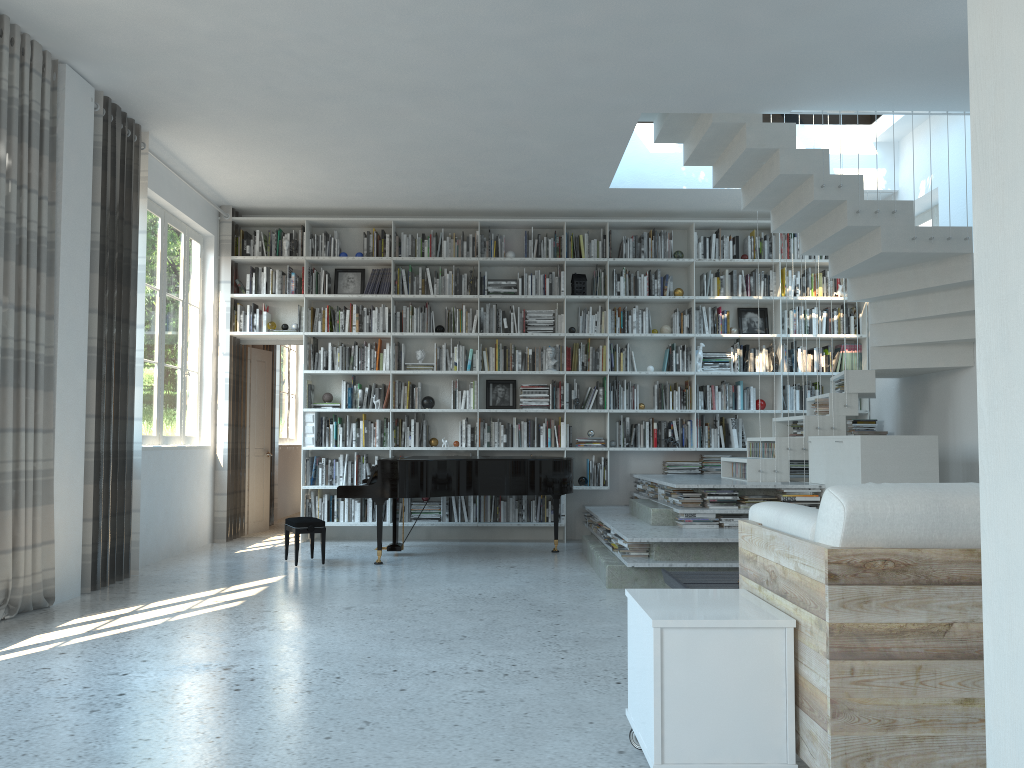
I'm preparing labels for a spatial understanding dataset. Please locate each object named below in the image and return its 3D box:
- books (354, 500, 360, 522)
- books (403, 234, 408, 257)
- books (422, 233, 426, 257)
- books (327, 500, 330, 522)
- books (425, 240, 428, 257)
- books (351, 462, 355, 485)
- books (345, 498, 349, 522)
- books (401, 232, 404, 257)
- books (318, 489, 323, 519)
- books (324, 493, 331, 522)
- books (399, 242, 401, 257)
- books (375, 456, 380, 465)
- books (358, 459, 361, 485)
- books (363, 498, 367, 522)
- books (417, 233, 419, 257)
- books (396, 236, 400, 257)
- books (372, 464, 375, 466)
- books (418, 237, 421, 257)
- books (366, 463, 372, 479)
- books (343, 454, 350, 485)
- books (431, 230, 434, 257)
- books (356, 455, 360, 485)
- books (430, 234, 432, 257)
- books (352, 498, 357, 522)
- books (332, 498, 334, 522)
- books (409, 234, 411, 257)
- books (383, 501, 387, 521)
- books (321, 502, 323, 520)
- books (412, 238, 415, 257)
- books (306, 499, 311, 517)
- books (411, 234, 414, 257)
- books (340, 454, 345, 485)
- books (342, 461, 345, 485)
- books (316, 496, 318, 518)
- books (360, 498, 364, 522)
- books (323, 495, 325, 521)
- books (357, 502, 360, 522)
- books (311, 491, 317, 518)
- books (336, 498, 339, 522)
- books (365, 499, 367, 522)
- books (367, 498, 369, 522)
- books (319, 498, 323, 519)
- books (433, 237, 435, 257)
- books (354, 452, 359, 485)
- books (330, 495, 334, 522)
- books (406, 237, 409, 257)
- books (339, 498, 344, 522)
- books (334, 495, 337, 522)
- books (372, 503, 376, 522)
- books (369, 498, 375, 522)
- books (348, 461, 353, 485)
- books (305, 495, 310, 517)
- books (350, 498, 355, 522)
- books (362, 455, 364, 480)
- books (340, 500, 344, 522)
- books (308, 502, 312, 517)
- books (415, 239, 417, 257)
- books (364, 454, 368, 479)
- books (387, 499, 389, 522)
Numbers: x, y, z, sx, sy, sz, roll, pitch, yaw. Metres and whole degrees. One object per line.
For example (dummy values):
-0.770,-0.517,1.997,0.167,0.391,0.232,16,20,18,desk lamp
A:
-1.508,1.234,8.639,0.028,0.206,0.171,0,-3,-1,books
-1.054,-1.341,8.793,0.031,0.254,0.145,0,-3,-1,books
-0.875,-1.346,8.810,0.028,0.267,0.151,0,-3,-1,books
-1.775,1.235,8.652,0.022,0.205,0.158,0,-3,-1,books
-0.846,-1.313,8.800,0.030,0.201,0.152,0,-3,-1,books
-1.551,0.877,8.675,0.028,0.224,0.134,0,-3,-1,books
-1.598,1.204,8.641,0.031,0.266,0.186,0,-3,-1,books
-1.081,-1.352,8.813,0.021,0.279,0.141,0,-3,-1,books
-1.871,1.178,8.650,0.011,0.318,0.157,0,-3,-1,books
-1.797,1.204,8.638,0.023,0.266,0.177,0,-3,-1,books
-1.103,-1.305,8.800,0.024,0.183,0.133,0,-3,-1,books
-1.320,0.846,8.682,0.025,0.287,0.130,0,-3,-1,books
-1.484,0.863,8.682,0.029,0.254,0.153,0,-3,-1,books
-1.434,1.185,8.667,0.013,0.310,0.130,0,-3,-1,books
-0.931,-1.346,8.793,0.010,0.264,0.160,0,-3,-1,books
-1.130,-1.333,8.786,0.029,0.237,0.156,0,-3,-1,books
-1.348,0.889,8.688,0.030,0.203,0.142,0,-3,-1,books
-0.914,-1.329,8.818,0.025,0.234,0.129,0,-3,-1,books
-1.391,0.881,8.670,0.059,0.216,0.177,0,-3,-1,books
-1.614,0.834,8.659,0.039,0.307,0.172,0,-3,-1,books
-0.788,-1.362,8.795,0.010,0.298,0.151,0,-3,-1,books
-1.504,0.841,8.665,0.012,0.295,0.176,0,-3,-1,books
-0.800,-1.339,8.791,0.013,0.251,0.183,0,-3,-1,books
-1.533,1.229,8.640,0.021,0.218,0.191,0,-3,-1,books
-1.731,1.227,8.647,0.022,0.221,0.163,0,-3,-1,books
-1.003,-1.339,8.793,0.023,0.251,0.170,0,-3,-1,books
-1.249,1.212,8.666,0.065,0.256,0.156,0,-3,-1,books
-1.833,1.244,8.648,0.022,0.186,0.145,0,-3,-1,books
-0.965,-1.319,8.776,0.029,0.208,0.178,0,-3,-1,books
-1.978,1.229,8.653,0.023,0.216,0.158,0,-3,-1,books
-0.986,-1.339,8.789,0.012,0.249,0.174,0,-3,-1,books
-1.659,0.839,8.676,0.027,0.299,0.142,0,-3,-1,books
-1.640,0.873,8.677,0.012,0.232,0.148,0,-3,-1,books
-1.888,1.214,8.650,0.024,0.246,0.143,0,-3,-1,books
-1.451,1.215,8.635,0.023,0.244,0.188,0,-3,-1,books
-1.815,1.205,8.631,0.013,0.261,0.174,0,-3,-1,books
-1.478,1.243,8.633,0.031,0.188,0.190,0,-3,-1,books
-1.922,1.190,8.644,0.044,0.293,0.181,0,-3,-1,books
-1.686,1.187,8.640,0.013,0.300,0.184,0,-3,-1,books
-1.415,1.232,8.663,0.024,0.214,0.137,0,-3,-1,books
-1.392,1.226,8.652,0.022,0.224,0.141,0,-3,-1,books
-1.854,1.224,8.642,0.022,0.226,0.154,0,-3,-1,books
-0.769,-1.330,8.806,0.029,0.235,0.130,0,-3,-1,books
-1.516,0.825,8.657,0.014,0.325,0.170,0,-3,-1,books
-1.753,1.212,8.657,0.022,0.252,0.139,0,-3,-1,books
-1.027,-1.324,8.789,0.023,0.220,0.181,0,-3,-1,books
-1.669,1.215,8.660,0.022,0.246,0.135,0,-3,-1,books
-1.706,1.210,8.654,0.027,0.256,0.160,0,-3,-1,books
-1.334,1.208,8.674,0.040,0.264,0.137,0,-3,-1,books
-1.367,1.211,8.651,0.027,0.256,0.179,0,-3,-1,books
-1.580,0.870,8.679,0.031,0.238,0.132,0,-3,-1,books
-1.995,1.210,8.653,0.012,0.254,0.161,0,-3,-1,books
-1.556,1.204,8.642,0.025,0.266,0.159,0,-3,-1,books
-1.445,0.844,8.674,0.022,0.290,0.137,0,-3,-1,books
-1.642,1.236,8.634,0.030,0.201,0.168,0,-3,-1,books
-1.952,1.240,8.626,0.029,0.190,0.176,0,-3,-1,books
-0.943,-1.317,8.789,0.014,0.207,0.166,0,-3,-1,books
-1.427,0.839,8.669,0.013,0.301,0.172,0,-3,-1,books
-1.202,1.202,8.669,0.027,0.276,0.143,0,-3,-1,books
